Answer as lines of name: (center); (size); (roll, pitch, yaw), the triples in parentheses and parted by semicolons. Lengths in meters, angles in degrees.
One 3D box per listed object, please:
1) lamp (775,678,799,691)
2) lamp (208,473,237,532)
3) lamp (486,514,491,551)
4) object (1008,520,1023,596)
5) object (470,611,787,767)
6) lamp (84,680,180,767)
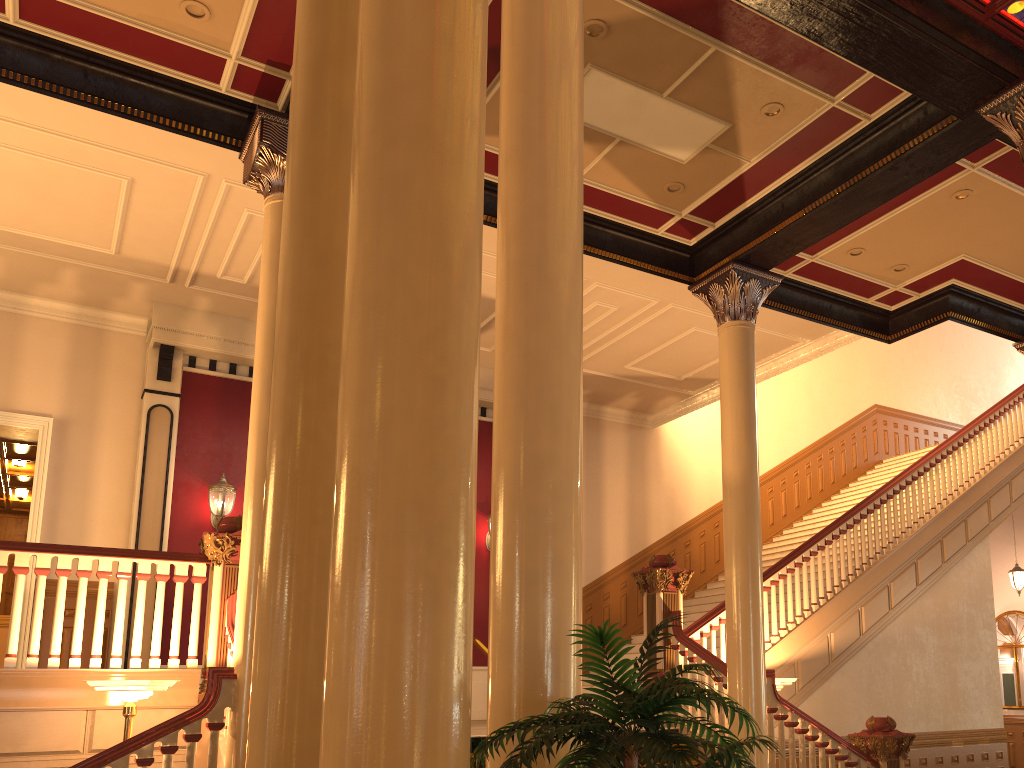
lamp: (2.592, 3.941, 8.626); (0.590, 1.951, 0.589); (2, -11, -11)
lamp: (-3.390, 1.399, 10.122); (0.331, 0.708, 0.391); (7, -14, -28)
lamp: (-0.210, 2.017, 11.968); (0.331, 0.708, 0.391); (7, -14, -28)
object: (-1.235, 0.038, 4.797); (0.653, 4.175, 31.677); (-9, -20, 41)
object: (0.391, 1.689, 2.382); (1.136, 2.086, 1.015); (10, -16, -40)
lamp: (-2.550, 2.940, 5.631); (0.566, 1.951, 0.612); (-10, -15, 42)
